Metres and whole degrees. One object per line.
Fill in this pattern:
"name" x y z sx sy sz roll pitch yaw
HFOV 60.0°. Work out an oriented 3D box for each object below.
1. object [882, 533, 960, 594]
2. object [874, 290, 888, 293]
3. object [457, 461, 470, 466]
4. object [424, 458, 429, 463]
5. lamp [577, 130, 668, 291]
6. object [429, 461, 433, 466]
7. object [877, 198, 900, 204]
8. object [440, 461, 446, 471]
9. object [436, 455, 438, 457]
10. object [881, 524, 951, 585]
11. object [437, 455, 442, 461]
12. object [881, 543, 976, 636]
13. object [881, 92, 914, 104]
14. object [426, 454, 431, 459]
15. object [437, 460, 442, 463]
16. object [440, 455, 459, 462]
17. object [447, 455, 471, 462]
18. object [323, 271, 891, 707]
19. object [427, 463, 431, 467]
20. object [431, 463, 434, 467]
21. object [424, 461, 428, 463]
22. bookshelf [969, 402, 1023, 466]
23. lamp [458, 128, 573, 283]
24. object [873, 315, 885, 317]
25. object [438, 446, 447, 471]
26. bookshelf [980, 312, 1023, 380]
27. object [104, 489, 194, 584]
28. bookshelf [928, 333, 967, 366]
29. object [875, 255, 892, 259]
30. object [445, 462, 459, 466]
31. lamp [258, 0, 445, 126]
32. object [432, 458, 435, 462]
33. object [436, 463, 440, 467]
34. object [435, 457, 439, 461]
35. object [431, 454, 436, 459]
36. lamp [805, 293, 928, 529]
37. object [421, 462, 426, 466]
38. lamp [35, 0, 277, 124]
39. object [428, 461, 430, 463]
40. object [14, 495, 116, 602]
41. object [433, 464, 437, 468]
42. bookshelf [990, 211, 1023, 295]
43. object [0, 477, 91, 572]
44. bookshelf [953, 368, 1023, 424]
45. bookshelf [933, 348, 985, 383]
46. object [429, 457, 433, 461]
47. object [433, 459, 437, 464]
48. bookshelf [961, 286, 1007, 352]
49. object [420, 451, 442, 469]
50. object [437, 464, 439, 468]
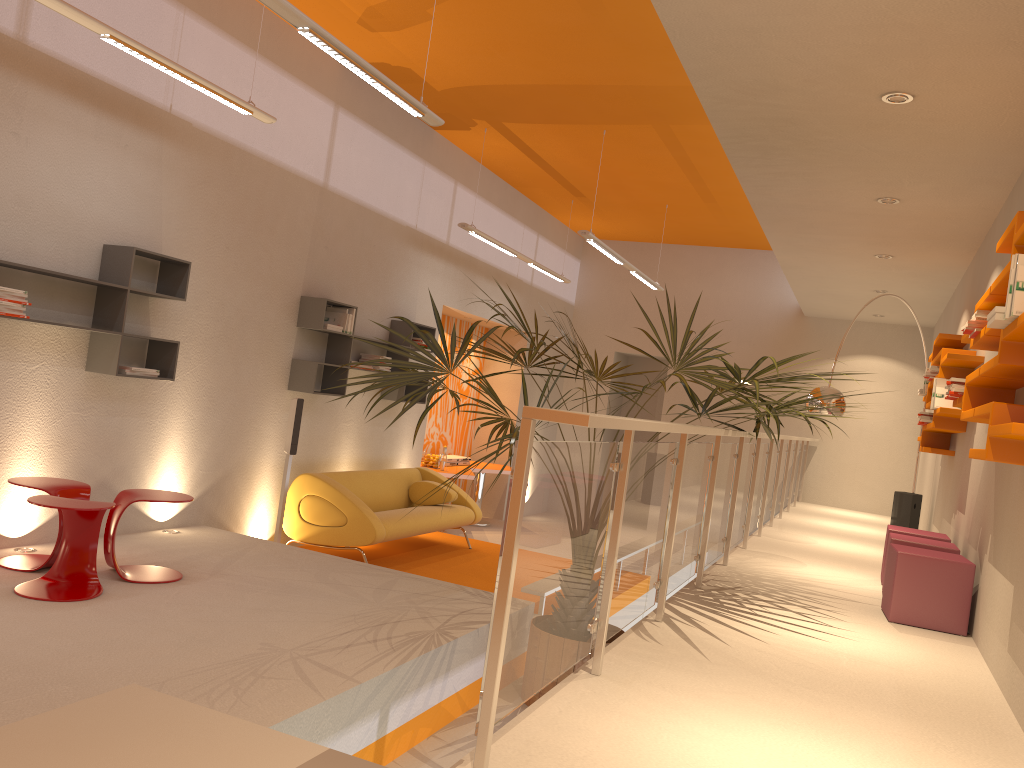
"object" 2.516 1.154 5.474 0.390 0.377 0.390 8 -1 22
"object" 4.034 -1.028 9.695 0.143 0.059 0.143 8 -1 -6
"object" -0.708 0.988 11.199 0.250 0.049 0.349 8 -1 22
"object" -0.988 0.881 10.245 0.053 0.054 0.061 8 -1 13
"lamp" 1.315 -1.770 9.600 0.120 1.052 3.195 8 -1 22
"object" -0.934 0.917 10.217 0.052 0.053 0.062 8 -1 4
"object" 2.585 -1.275 6.082 0.143 0.059 0.143 8 -1 -6
"object" -0.791 0.934 10.108 0.060 0.106 0.060 8 -1 -36
"object" -0.876 0.850 10.337 0.063 0.051 0.053 8 -1 15
"object" 2.748 1.194 6.053 0.390 0.377 0.390 8 -1 22
"object" -0.846 0.858 10.294 0.052 0.060 0.057 9 -1 -45
"object" 2.265 1.111 4.848 0.390 0.377 0.390 8 -1 17
"object" 1.861 -1.398 4.276 0.143 0.059 0.143 8 -1 5
"object" -0.964 0.835 10.235 0.050 0.060 0.059 8 -1 -33
"object" -0.844 0.898 10.322 0.063 0.051 0.053 8 -1 26
"object" -0.828 0.918 10.868 0.262 0.049 0.349 8 -1 22
"object" -0.696 0.940 11.198 0.262 0.049 0.349 8 -1 22
"object" 0.335 0.535 4.980 3.098 2.600 3.241 8 -1 30
"object" -0.962 0.938 10.252 0.050 0.055 0.061 8 -1 13
"object" -0.923 0.935 10.297 0.057 0.060 0.052 8 -1 -27
"object" -0.994 0.896 10.304 0.051 0.055 0.061 7 -1 36
"bookshelf" 1.864 0.187 3.240 0.220 0.220 1.150 8 -1 22
"lamp" 0.187 -1.922 10.063 0.120 1.052 3.195 8 -1 22
"object" 4.759 -0.905 11.502 0.143 0.059 0.143 8 -1 -6
"object" -0.781 0.844 10.124 0.101 0.288 0.088 8 -1 -8
"bookshelf" 1.914 -0.167 3.245 0.220 0.220 1.150 8 -1 22
"object" -2.019 0.837 4.922 0.420 0.450 0.391 8 -1 -38
"bookshelf" 3.619 -0.238 7.380 0.220 0.220 1.150 8 -1 22
"object" 3.309 -1.152 7.888 0.143 0.059 0.143 8 -1 -6
"object" -0.835 0.966 10.868 0.262 0.049 0.349 8 -1 22
"lamp" -0.984 -2.162 3.867 0.120 1.052 3.195 8 -1 22
"object" -0.903 0.892 10.337 0.052 0.053 0.062 8 -1 29
"object" -0.869 0.943 10.328 0.060 0.057 0.052 8 -1 -31
"object" -0.867 0.867 10.245 0.053 0.051 0.063 8 -1 13
"object" -0.913 0.841 10.291 0.051 0.053 0.063 8 -1 -31
"lamp" 3.118 0.321 7.726 0.315 2.259 2.077 7 -1 45
"object" -1.020 0.928 10.250 0.053 0.052 0.062 8 -1 7
"lamp" -2.112 -2.314 4.329 0.120 1.052 3.195 8 -1 22
"object" -0.963 0.897 10.301 0.051 0.053 0.062 8 -1 -25
"object" -2.213 0.804 4.408 0.391 0.450 0.420 8 -1 -8
"object" -0.887 0.944 10.212 0.053 0.053 0.061 8 -1 12
"bookshelf" 1.963 -0.520 3.249 0.220 0.220 1.150 8 -1 22
"object" -2.549 0.763 4.842 0.420 0.450 0.391 8 -1 22
"bookshelf" 2.328 0.085 4.337 0.220 0.220 1.150 8 -1 22
"bookshelf" 3.156 -0.136 6.283 0.220 0.220 1.150 8 -1 22
"object" -0.934 0.870 10.251 0.055 0.051 0.061 8 -1 -38
"object" -0.887 0.892 10.206 0.053 0.055 0.060 8 -1 10
"bookshelf" 2.377 -0.269 4.341 0.220 0.220 1.150 8 -1 22
"object" -0.927 0.883 10.285 0.207 0.174 0.189 8 -1 22
"object" -0.871 0.948 10.270 0.061 0.053 0.053 8 -1 10
